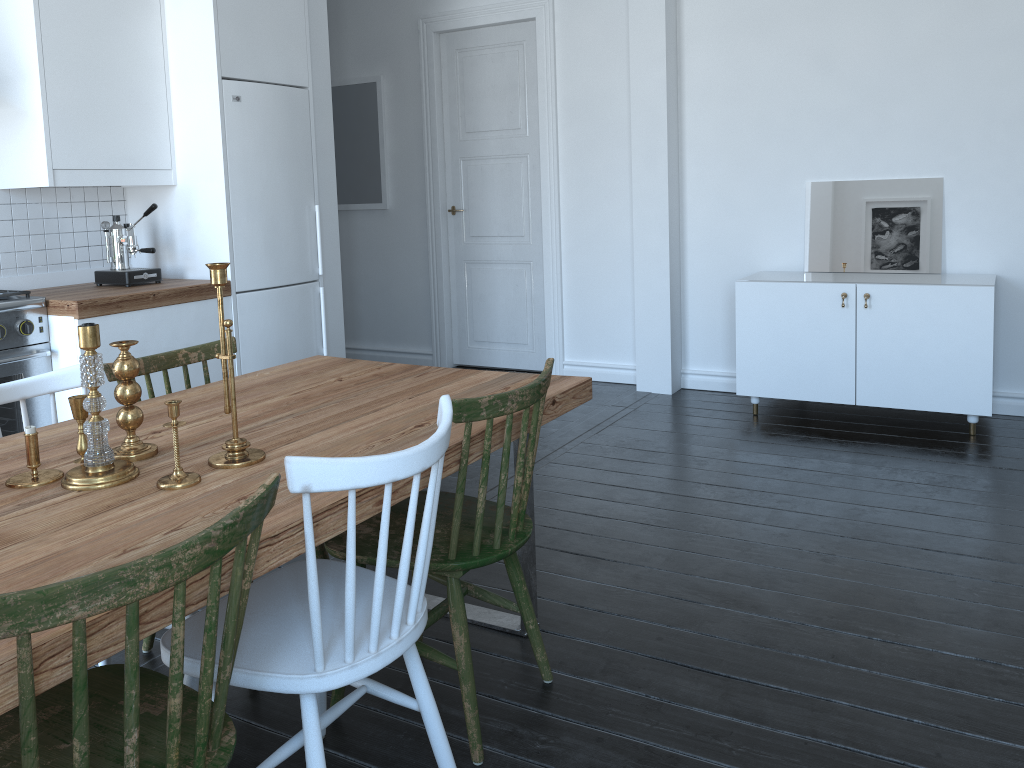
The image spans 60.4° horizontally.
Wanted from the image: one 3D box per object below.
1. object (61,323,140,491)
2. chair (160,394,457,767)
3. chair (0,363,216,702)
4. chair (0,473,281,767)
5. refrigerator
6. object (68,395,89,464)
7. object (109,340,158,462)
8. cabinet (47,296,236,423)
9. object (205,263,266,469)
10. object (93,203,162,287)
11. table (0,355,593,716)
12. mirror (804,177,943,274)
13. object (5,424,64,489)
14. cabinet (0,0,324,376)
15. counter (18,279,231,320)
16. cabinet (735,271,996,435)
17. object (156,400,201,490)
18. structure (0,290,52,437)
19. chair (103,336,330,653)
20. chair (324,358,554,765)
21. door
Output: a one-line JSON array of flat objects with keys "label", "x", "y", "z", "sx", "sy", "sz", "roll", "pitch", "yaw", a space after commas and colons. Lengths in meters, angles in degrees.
[{"label": "object", "x": -0.811, "y": 0.036, "z": 1.712, "sx": 0.140, "sy": 0.307, "sz": 0.142, "roll": -4, "pitch": 7, "yaw": -18}, {"label": "chair", "x": -0.360, "y": 0.469, "z": 1.694, "sx": 0.511, "sy": 0.831, "sz": 0.472, "roll": 2, "pitch": 9, "yaw": 30}, {"label": "chair", "x": -1.059, "y": 0.409, "z": 2.080, "sx": 0.511, "sy": 0.831, "sz": 0.472, "roll": 2, "pitch": 9, "yaw": 30}, {"label": "chair", "x": -0.616, "y": 0.577, "z": 1.279, "sx": 0.486, "sy": 0.817, "sz": 0.473, "roll": 2, "pitch": 8, "yaw": 28}, {"label": "refrigerator", "x": -1.412, "y": -0.593, "z": 4.516, "sx": 0.682, "sy": 1.779, "sz": 0.583, "roll": 2, "pitch": 7, "yaw": 30}, {"label": "object", "x": -0.903, "y": 0.095, "z": 1.849, "sx": 0.049, "sy": 0.137, "sz": 0.050, "roll": 2, "pitch": 7, "yaw": 30}, {"label": "object", "x": -0.813, "y": 0.033, "z": 1.867, "sx": 0.101, "sy": 0.244, "sz": 0.101, "roll": -7, "pitch": 8, "yaw": -36}, {"label": "cabinet", "x": -2.469, "y": 0.259, "z": 3.051, "sx": 0.732, "sy": 0.802, "sz": 3.225, "roll": 5, "pitch": 13, "yaw": 37}, {"label": "object", "x": -0.574, "y": -0.041, "z": 1.796, "sx": 0.114, "sy": 0.405, "sz": 0.114, "roll": -3, "pitch": 6, "yaw": -8}, {"label": "object", "x": -1.731, "y": -0.637, "z": 4.025, "sx": 0.354, "sy": 0.365, "sz": 0.208, "roll": 3, "pitch": 9, "yaw": 30}, {"label": "table", "x": -0.749, "y": 0.522, "z": 1.801, "sx": 1.020, "sy": 0.706, "sz": 2.261, "roll": 4, "pitch": 13, "yaw": 29}, {"label": "mirror", "x": 1.955, "y": -0.858, "z": 4.791, "sx": 0.697, "sy": 0.496, "sz": 0.054, "roll": 4, "pitch": 8, "yaw": 30}, {"label": "object", "x": -0.941, "y": 0.135, "z": 1.729, "sx": 0.102, "sy": 0.112, "sz": 0.104, "roll": 0, "pitch": 9, "yaw": 15}, {"label": "cabinet", "x": -2.315, "y": -0.569, "z": 3.236, "sx": 0.781, "sy": 2.337, "sz": 3.843, "roll": 2, "pitch": 11, "yaw": 33}, {"label": "counter", "x": -2.436, "y": -0.161, "z": 2.974, "sx": 0.848, "sy": 0.072, "sz": 3.147, "roll": 5, "pitch": 14, "yaw": 29}, {"label": "cabinet", "x": 1.837, "y": -0.190, "z": 4.608, "sx": 1.203, "sy": 0.725, "sz": 0.598, "roll": 4, "pitch": 10, "yaw": 29}, {"label": "object", "x": -0.638, "y": 0.112, "z": 1.673, "sx": 0.080, "sy": 0.158, "sz": 0.081, "roll": -4, "pitch": 7, "yaw": -13}, {"label": "structure", "x": -2.279, "y": 0.075, "z": 3.392, "sx": 0.723, "sy": 1.006, "sz": 0.710, "roll": 3, "pitch": 9, "yaw": 29}, {"label": "chair", "x": -0.802, "y": 0.317, "z": 2.498, "sx": 0.486, "sy": 0.817, "sz": 0.473, "roll": 2, "pitch": 8, "yaw": 28}, {"label": "chair", "x": -0.155, "y": 0.375, "z": 2.130, "sx": 0.486, "sy": 0.816, "sz": 0.473, "roll": 2, "pitch": 8, "yaw": 28}, {"label": "door", "x": -0.129, "y": -1.300, "z": 6.003, "sx": 1.043, "sy": 2.444, "sz": 0.117, "roll": 2, "pitch": 7, "yaw": 30}]
